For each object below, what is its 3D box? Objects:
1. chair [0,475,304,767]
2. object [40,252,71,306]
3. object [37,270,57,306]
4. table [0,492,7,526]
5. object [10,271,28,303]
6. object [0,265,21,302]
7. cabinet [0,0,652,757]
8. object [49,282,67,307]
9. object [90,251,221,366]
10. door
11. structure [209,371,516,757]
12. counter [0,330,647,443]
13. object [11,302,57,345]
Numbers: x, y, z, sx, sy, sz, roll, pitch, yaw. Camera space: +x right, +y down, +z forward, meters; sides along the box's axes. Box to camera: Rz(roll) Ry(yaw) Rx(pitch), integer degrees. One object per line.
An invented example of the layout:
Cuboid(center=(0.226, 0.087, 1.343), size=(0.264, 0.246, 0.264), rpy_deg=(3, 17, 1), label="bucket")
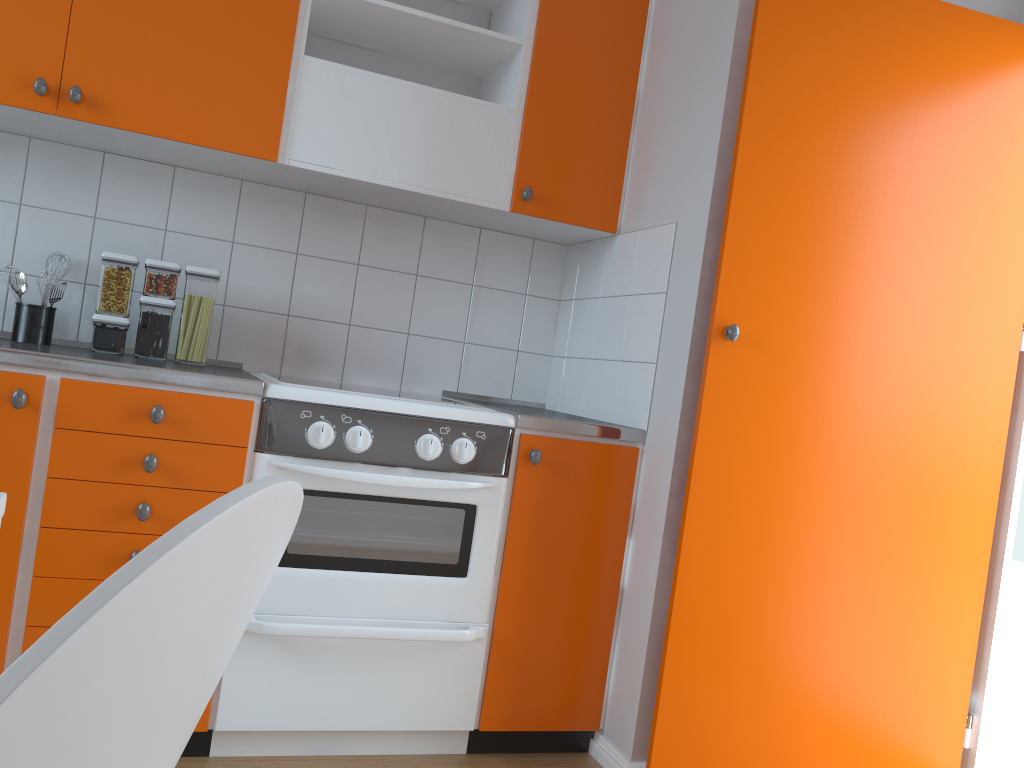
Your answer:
Cuboid(center=(-0.518, 0.441, 0.547), size=(0.647, 0.871, 0.503), rpy_deg=(8, 0, 5), label="chair")
Cuboid(center=(-1.220, -0.229, 2.339), size=(0.063, 0.251, 0.186), rpy_deg=(8, 0, -20), label="object")
Cuboid(center=(-1.181, -0.222, 2.240), size=(0.044, 0.131, 0.077), rpy_deg=(8, 0, -29), label="object")
Cuboid(center=(-0.695, 0.468, 0.115), size=(0.826, 0.771, 1.286), rpy_deg=(8, 0, -21), label="table")
Cuboid(center=(-1.248, -0.195, 2.246), size=(0.052, 0.176, 0.088), rpy_deg=(8, 0, -12), label="object")
Cuboid(center=(-1.262, -0.204, 2.269), size=(0.045, 0.190, 0.106), rpy_deg=(8, 0, 31), label="object")
Cuboid(center=(-1.154, -0.406, 2.094), size=(3.087, 2.348, 0.708), rpy_deg=(8, 0, -20), label="cabinet")
Cuboid(center=(-1.183, -0.183, 2.275), size=(0.034, 0.164, 0.119), rpy_deg=(8, 0, -40), label="object")
Cuboid(center=(-0.952, -0.197, 2.372), size=(0.299, 0.261, 0.095), rpy_deg=(8, 0, -20), label="object")
Cuboid(center=(1.214, 0.080, 2.045), size=(1.416, 2.055, 0.679), rpy_deg=(8, 0, 28), label="door")
Cuboid(center=(-0.441, 0.443, 2.382), size=(0.615, 0.864, 0.737), rpy_deg=(8, 0, -21), label="structure")
Cuboid(center=(-1.212, -0.055, 2.110), size=(3.086, 0.132, 0.685), rpy_deg=(8, 0, -20), label="counter")
Cuboid(center=(-1.229, -0.151, 2.277), size=(0.095, 0.105, 0.098), rpy_deg=(8, 0, -39), label="object")
